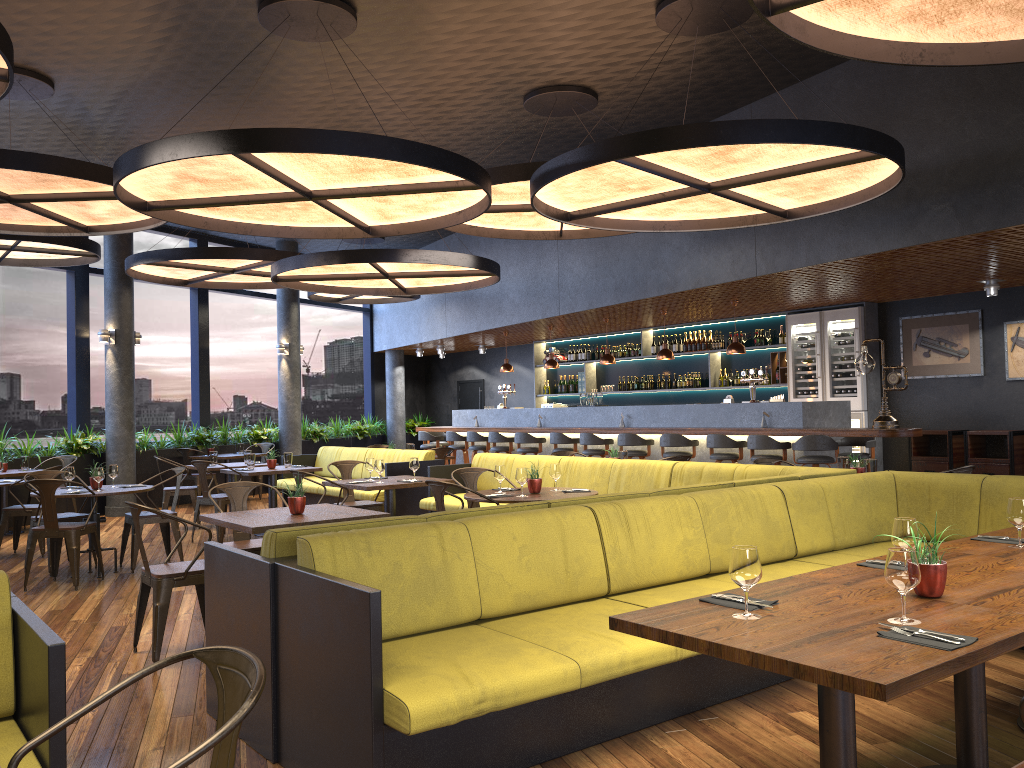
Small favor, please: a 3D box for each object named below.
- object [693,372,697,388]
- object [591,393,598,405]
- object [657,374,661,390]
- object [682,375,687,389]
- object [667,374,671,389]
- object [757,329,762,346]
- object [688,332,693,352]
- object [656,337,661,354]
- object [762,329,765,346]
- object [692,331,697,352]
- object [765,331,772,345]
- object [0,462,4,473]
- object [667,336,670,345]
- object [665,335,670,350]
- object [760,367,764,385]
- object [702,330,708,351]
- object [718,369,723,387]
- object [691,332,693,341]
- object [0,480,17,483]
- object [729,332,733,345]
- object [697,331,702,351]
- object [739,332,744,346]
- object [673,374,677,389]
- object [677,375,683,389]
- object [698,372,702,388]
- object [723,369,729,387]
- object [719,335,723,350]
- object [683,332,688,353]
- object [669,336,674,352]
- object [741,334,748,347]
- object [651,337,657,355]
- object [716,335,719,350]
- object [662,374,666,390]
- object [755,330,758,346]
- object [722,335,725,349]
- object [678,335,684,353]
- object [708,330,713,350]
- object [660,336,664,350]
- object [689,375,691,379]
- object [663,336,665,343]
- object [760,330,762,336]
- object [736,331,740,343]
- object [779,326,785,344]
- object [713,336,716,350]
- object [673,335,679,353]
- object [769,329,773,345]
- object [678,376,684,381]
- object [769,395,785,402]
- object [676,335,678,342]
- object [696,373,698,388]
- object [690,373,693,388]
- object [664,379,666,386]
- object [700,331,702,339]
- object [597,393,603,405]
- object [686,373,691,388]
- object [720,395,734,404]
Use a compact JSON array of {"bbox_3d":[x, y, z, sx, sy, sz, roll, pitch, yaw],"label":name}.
[{"bbox_3d":[2.914,-0.060,14.142,0.063,0.254,0.063,0,-2,-30],"label":"object"},{"bbox_3d":[1.232,0.235,13.302,0.105,0.209,0.105,-1,-2,-2],"label":"object"},{"bbox_3d":[2.446,-0.031,14.759,0.063,0.254,0.063,-2,-2,25],"label":"object"},{"bbox_3d":[2.802,-0.036,14.348,0.088,0.224,0.088,-1,-2,-23],"label":"object"},{"bbox_3d":[2.611,-0.036,14.725,0.063,0.254,0.063,-2,-2,25],"label":"object"},{"bbox_3d":[3.661,-0.685,13.119,0.063,0.254,0.063,-1,-2,-10],"label":"object"},{"bbox_3d":[2.860,-0.675,14.214,0.084,0.330,0.084,0,-2,-31],"label":"object"},{"bbox_3d":[2.469,-0.636,14.893,0.085,0.310,0.086,-1,-2,-23],"label":"object"},{"bbox_3d":[3.732,-0.685,13.192,0.063,0.254,0.063,-2,-2,15],"label":"object"},{"bbox_3d":[2.916,-0.678,14.139,0.084,0.330,0.084,0,-2,-31],"label":"object"},{"bbox_3d":[3.769,-0.667,13.045,0.097,0.206,0.097,-2,-2,21],"label":"object"},{"bbox_3d":[-5.379,0.921,9.290,0.097,0.206,0.097,0,-2,-33],"label":"object"},{"bbox_3d":[2.588,-0.643,14.744,0.085,0.310,0.086,-1,-2,3],"label":"object"},{"bbox_3d":[2.553,-0.645,14.630,0.085,0.310,0.086,-1,-2,-10],"label":"object"},{"bbox_3d":[3.716,-0.120,13.210,0.079,0.281,0.079,-2,-2,26],"label":"object"},{"bbox_3d":[3.035,-0.685,13.981,0.084,0.330,0.084,0,-2,-31],"label":"object"},{"bbox_3d":[3.254,-0.090,13.815,0.079,0.281,0.079,0,-2,-34],"label":"object"},{"bbox_3d":[2.894,-0.673,14.316,0.084,0.330,0.084,0,-2,-31],"label":"object"},{"bbox_3d":[-5.250,1.008,9.169,0.255,0.019,0.157,-1,-2,-6],"label":"object"},{"bbox_3d":[3.343,-0.666,13.556,0.063,0.254,0.063,0,-2,-40],"label":"object"},{"bbox_3d":[2.975,-0.682,14.056,0.084,0.330,0.084,0,-2,-31],"label":"object"},{"bbox_3d":[3.497,-0.670,13.522,0.063,0.254,0.063,-3,-2,40],"label":"object"},{"bbox_3d":[2.689,-0.040,14.635,0.063,0.254,0.063,-2,-2,10],"label":"object"},{"bbox_3d":[2.737,-0.032,14.433,0.088,0.224,0.088,-2,-2,22],"label":"object"},{"bbox_3d":[3.004,-0.060,14.199,0.063,0.254,0.063,-2,-2,25],"label":"object"},{"bbox_3d":[3.311,-0.094,13.741,0.079,0.281,0.079,-2,-2,31],"label":"object"},{"bbox_3d":[3.229,-0.644,13.724,0.056,0.227,0.056,-3,-2,39],"label":"object"},{"bbox_3d":[2.802,-0.671,14.288,0.084,0.330,0.084,0,-2,-31],"label":"object"},{"bbox_3d":[2.645,-0.646,14.665,0.085,0.310,0.086,-1,-2,-26],"label":"object"},{"bbox_3d":[3.502,-0.651,13.368,0.097,0.206,0.097,-2,-2,21],"label":"object"},{"bbox_3d":[2.377,-0.635,14.858,0.085,0.310,0.086,-1,-2,-10],"label":"object"},{"bbox_3d":[3.191,-0.642,13.773,0.056,0.227,0.056,-2,-2,29],"label":"object"},{"bbox_3d":[2.507,-0.035,14.679,0.063,0.254,0.063,-1,-2,0],"label":"object"},{"bbox_3d":[3.652,-0.682,13.231,0.063,0.254,0.063,-1,-2,5],"label":"object"},{"bbox_3d":[3.276,-0.644,13.761,0.056,0.227,0.056,0,-2,-36],"label":"object"},{"bbox_3d":[2.762,-0.653,14.516,0.085,0.310,0.086,-1,-2,3],"label":"object"},{"bbox_3d":[3.150,-0.687,14.035,0.084,0.330,0.084,0,-2,-31],"label":"object"},{"bbox_3d":[2.499,-0.642,14.705,0.085,0.310,0.086,-1,-2,-4],"label":"object"},{"bbox_3d":[2.893,-0.037,14.415,0.088,0.224,0.088,0,-2,-43],"label":"object"},{"bbox_3d":[2.529,-0.639,14.814,0.085,0.310,0.086,-1,-2,-10],"label":"object"},{"bbox_3d":[3.737,-0.682,13.286,0.063,0.254,0.063,-1,-2,-10],"label":"object"},{"bbox_3d":[3.423,-0.670,13.464,0.063,0.254,0.063,-2,-2,25],"label":"object"},{"bbox_3d":[3.932,-0.710,12.923,0.079,0.281,0.079,0,-2,-29],"label":"object"},{"bbox_3d":[3.154,-0.640,13.821,0.056,0.227,0.056,-2,-2,14],"label":"object"},{"bbox_3d":[2.673,-0.652,14.477,0.085,0.310,0.086,-1,-2,-4],"label":"object"},{"bbox_3d":[3.833,-0.688,13.165,0.063,0.254,0.063,0,-2,-30],"label":"object"},{"bbox_3d":[2.779,-0.021,14.560,0.097,0.206,0.097,-1,-2,-6],"label":"object"},{"bbox_3d":[3.197,0.174,10.704,0.177,0.091,0.091,-2,-2,28],"label":"object"},{"bbox_3d":[2.706,-0.650,14.593,0.085,0.310,0.086,-1,-2,-10],"label":"object"},{"bbox_3d":[2.979,-0.057,14.313,0.063,0.254,0.063,-1,-2,-10],"label":"object"},{"bbox_3d":[2.903,-0.056,14.276,0.063,0.254,0.063,-1,-2,-10],"label":"object"},{"bbox_3d":[2.535,-0.032,14.825,0.063,0.254,0.063,-3,-2,40],"label":"object"},{"bbox_3d":[3.009,-0.680,14.166,0.084,0.330,0.084,0,-2,-31],"label":"object"},{"bbox_3d":[1.319,0.235,13.377,0.105,0.209,0.105,-1,-2,-2],"label":"object"},{"bbox_3d":[2.826,-0.055,14.216,0.063,0.254,0.063,0,-2,-45],"label":"object"},{"bbox_3d":[2.547,0.207,11.589,0.200,0.106,0.766,0,-2,-37],"label":"object"}]
